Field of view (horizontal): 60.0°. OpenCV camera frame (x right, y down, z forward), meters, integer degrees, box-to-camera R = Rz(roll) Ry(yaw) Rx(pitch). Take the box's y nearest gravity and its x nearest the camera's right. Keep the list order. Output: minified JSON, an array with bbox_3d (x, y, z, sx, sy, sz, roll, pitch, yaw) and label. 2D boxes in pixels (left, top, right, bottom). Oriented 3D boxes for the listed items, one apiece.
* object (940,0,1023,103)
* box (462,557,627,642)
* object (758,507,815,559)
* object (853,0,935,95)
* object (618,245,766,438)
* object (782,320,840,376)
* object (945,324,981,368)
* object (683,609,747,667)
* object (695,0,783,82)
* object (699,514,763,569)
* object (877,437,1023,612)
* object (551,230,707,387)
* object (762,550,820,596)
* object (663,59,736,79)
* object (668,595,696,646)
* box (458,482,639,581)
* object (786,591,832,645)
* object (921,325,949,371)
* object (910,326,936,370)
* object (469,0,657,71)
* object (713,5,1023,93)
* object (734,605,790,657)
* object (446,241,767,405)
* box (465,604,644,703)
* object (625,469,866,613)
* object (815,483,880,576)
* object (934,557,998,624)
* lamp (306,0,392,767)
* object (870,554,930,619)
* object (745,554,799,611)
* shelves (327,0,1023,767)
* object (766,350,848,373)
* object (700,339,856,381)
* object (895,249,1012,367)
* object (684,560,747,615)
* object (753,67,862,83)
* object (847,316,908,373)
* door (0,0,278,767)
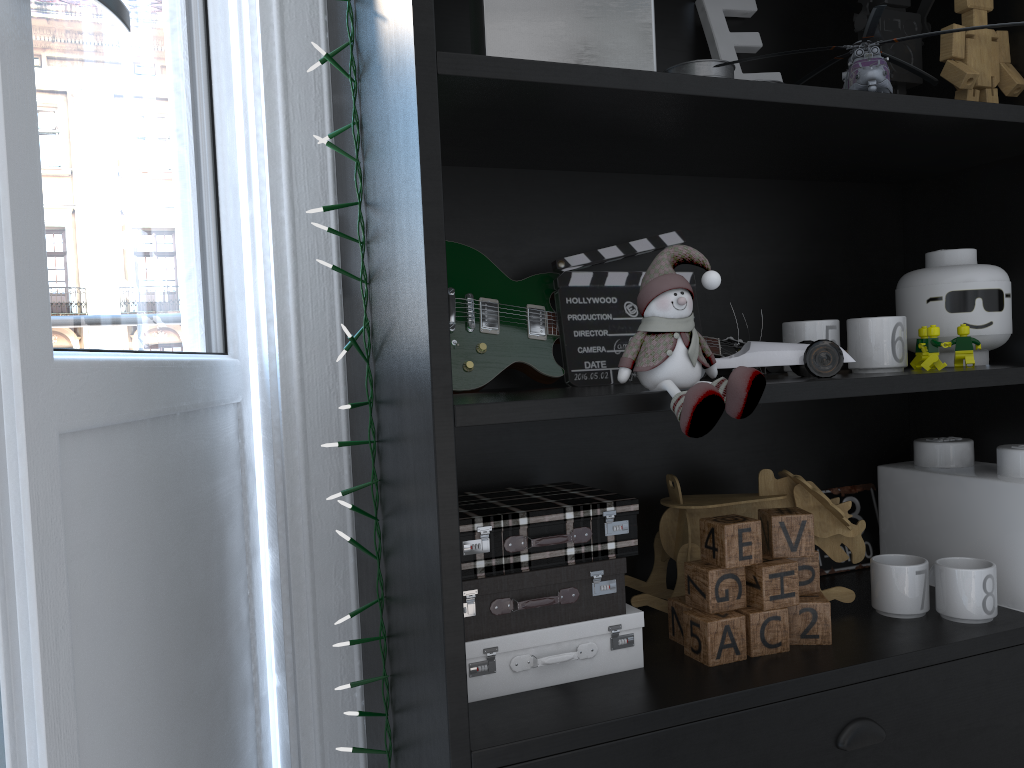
[{"bbox_3d":[0.626,-0.437,1.181,0.114,0.221,0.052,-4,2,-23],"label":"object"},{"bbox_3d":[-0.006,0.222,0.984,0.215,0.062,0.179,-3,2,-22],"label":"box"},{"bbox_3d":[0.320,0.174,1.038,0.050,0.050,0.050,-3,2,-2],"label":"object"},{"bbox_3d":[0.531,-0.453,1.209,0.117,0.259,0.081,-4,2,-22],"label":"object"},{"bbox_3d":[0.170,-0.045,0.848,0.110,0.186,0.129,-4,2,-35],"label":"object"},{"bbox_3d":[0.371,-0.045,1.100,0.067,0.067,0.067,-3,2,-8],"label":"object"},{"bbox_3d":[0.556,-0.047,1.094,0.042,0.054,0.031,-2,2,23],"label":"object"},{"bbox_3d":[0.225,0.279,0.984,0.050,0.050,0.050,-3,2,-22],"label":"object"},{"bbox_3d":[0.317,-0.474,1.238,0.107,0.151,0.055,-3,2,-22],"label":"object"},{"bbox_3d":[0.248,0.178,1.006,0.050,0.050,0.050,-3,2,-22],"label":"object"},{"bbox_3d":[0.646,0.178,1.207,0.132,0.199,0.267,-3,2,-22],"label":"object"},{"bbox_3d":[0.149,-0.099,1.127,0.200,0.199,0.048,-3,2,-22],"label":"object"},{"bbox_3d":[0.330,0.222,1.056,0.050,0.050,0.050,-3,2,-22],"label":"object"},{"bbox_3d":[0.246,-0.364,1.164,0.095,0.110,0.095,-3,2,-18],"label":"object"},{"bbox_3d":[0.218,0.278,1.041,0.050,0.050,0.050,-3,2,-22],"label":"object"},{"bbox_3d":[0.008,0.159,0.990,0.215,0.062,0.179,-3,2,-22],"label":"box"},{"bbox_3d":[0.340,0.272,1.032,0.050,0.050,0.050,-2,2,8],"label":"object"},{"bbox_3d":[0.498,-0.042,1.045,0.031,0.054,0.042,-2,2,28],"label":"object"},{"bbox_3d":[0.517,-0.045,1.110,0.042,0.054,0.031,-3,2,-22],"label":"object"},{"bbox_3d":[0.047,-0.361,0.913,0.170,0.138,0.124,-3,2,-7],"label":"object"},{"bbox_3d":[0.430,-0.369,1.114,0.367,0.106,0.349,-3,2,-21],"label":"object"},{"bbox_3d":[0.279,0.276,1.007,0.050,0.050,0.050,-3,2,-17],"label":"object"},{"bbox_3d":[0.103,-0.066,1.137,0.542,0.239,0.093,-3,2,-22],"label":"object"},{"bbox_3d":[0.014,0.282,0.993,0.215,0.062,0.179,-3,2,-22],"label":"box"},{"bbox_3d":[0.305,0.205,1.161,0.337,0.186,0.111,-3,2,-7],"label":"object"},{"bbox_3d":[0.412,0.223,1.302,0.347,0.120,0.034,-3,2,-22],"label":"object"},{"bbox_3d":[0.554,0.251,1.083,0.067,0.067,0.067,-3,2,-8],"label":"object"},{"bbox_3d":[0.238,-0.077,1.128,0.985,1.685,0.095,-4,2,-25],"label":"lamp"},{"bbox_3d":[0.487,0.254,1.115,0.067,0.067,0.067,-3,2,-8],"label":"object"},{"bbox_3d":[0.291,0.225,1.011,0.050,0.050,0.050,-3,2,-22],"label":"object"},{"bbox_3d":[0.286,-0.075,1.079,0.911,1.678,0.353,-4,2,-22],"label":"shelves"},{"bbox_3d":[0.426,-0.035,1.242,0.163,0.034,0.069,-3,2,-22],"label":"object"},{"bbox_3d":[0.271,-0.027,1.017,0.230,0.048,0.098,-3,2,3],"label":"object"},{"bbox_3d":[0.594,-0.099,1.196,0.139,0.162,0.139,-1,3,42],"label":"object"},{"bbox_3d":[0.231,0.228,1.008,0.050,0.050,0.050,-3,2,-22],"label":"object"},{"bbox_3d":[0.369,-0.361,1.124,0.078,0.091,0.246,-4,2,-28],"label":"object"},{"bbox_3d":[0.444,-0.047,1.080,0.067,0.067,0.067,-3,2,-8],"label":"object"},{"bbox_3d":[-0.846,-0.150,0.728,1.263,1.839,0.636,-3,2,-21],"label":"door"}]
